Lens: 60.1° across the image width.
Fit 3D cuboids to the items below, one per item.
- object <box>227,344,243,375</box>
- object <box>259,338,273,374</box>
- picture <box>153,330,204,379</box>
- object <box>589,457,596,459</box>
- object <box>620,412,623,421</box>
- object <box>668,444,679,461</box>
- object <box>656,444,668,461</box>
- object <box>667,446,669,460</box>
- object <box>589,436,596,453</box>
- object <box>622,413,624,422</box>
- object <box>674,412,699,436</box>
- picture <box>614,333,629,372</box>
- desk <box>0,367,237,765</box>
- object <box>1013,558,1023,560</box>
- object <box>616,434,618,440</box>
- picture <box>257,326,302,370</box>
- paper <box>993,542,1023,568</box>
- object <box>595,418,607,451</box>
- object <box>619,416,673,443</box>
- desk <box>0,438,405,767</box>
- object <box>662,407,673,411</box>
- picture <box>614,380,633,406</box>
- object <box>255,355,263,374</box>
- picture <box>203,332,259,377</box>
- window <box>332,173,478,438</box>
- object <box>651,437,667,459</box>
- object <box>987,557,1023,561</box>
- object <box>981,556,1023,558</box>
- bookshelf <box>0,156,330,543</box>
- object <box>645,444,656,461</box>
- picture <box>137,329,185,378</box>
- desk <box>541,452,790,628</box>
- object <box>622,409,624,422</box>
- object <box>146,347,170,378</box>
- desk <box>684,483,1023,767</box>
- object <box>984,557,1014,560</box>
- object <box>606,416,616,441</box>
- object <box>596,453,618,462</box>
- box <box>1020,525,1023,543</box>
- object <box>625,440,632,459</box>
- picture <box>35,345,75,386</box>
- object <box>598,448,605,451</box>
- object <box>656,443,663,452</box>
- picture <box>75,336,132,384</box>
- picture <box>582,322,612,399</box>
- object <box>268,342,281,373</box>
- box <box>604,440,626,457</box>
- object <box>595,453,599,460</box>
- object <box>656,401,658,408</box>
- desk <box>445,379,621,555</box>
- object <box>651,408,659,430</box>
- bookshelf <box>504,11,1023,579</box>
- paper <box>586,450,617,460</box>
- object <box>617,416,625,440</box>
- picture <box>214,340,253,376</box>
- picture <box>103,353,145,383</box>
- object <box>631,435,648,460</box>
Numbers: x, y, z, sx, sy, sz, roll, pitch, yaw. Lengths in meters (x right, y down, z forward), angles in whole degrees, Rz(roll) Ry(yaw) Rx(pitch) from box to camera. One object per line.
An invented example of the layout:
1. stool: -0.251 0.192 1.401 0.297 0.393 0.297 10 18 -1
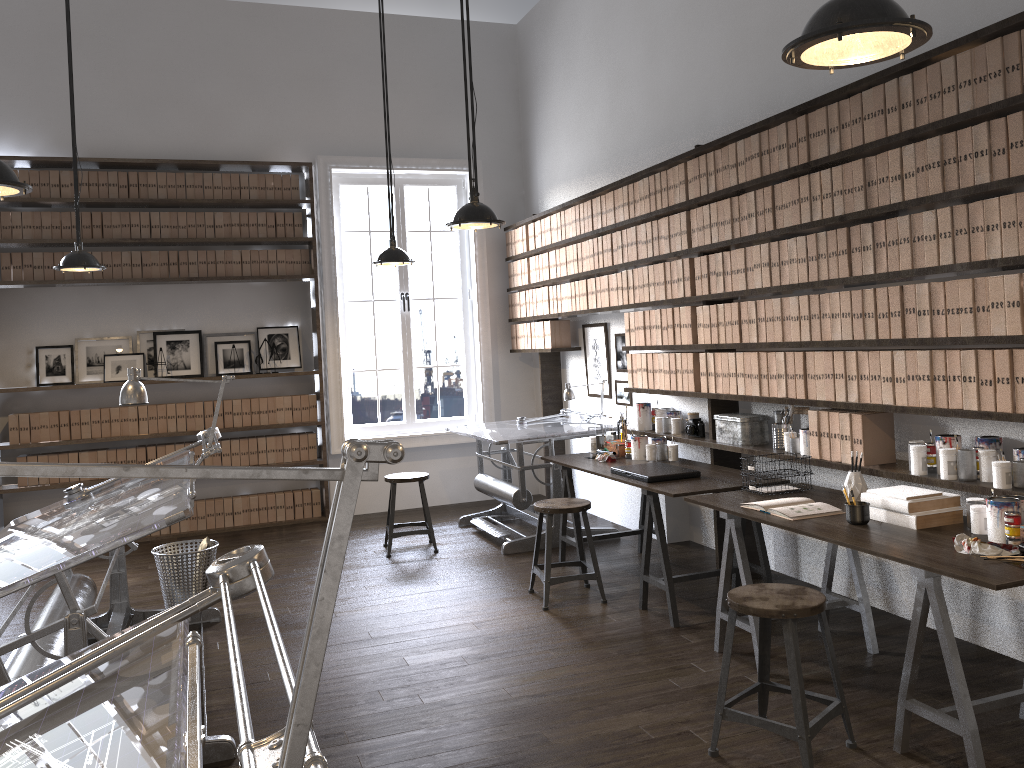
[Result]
1. object: -2.268 -0.195 7.235 0.124 0.260 0.040 -3 0 -20
2. object: -2.035 -0.233 7.329 0.118 0.304 0.040 -3 0 -20
3. picture: -2.713 -0.238 7.205 0.374 0.391 0.148 -3 0 -20
4. object: 0.525 0.454 5.484 0.157 0.006 0.006 -5 2 -40
5. object: 0.703 0.268 5.572 0.008 0.186 0.071 -3 0 -19
6. object: 0.949 0.404 5.213 0.062 0.094 0.062 -3 1 29
7. object: 0.888 0.406 5.241 0.062 0.093 0.063 -3 1 29
8. object: 0.950 0.411 5.300 0.054 0.080 0.054 -3 1 -19
9. object: 0.540 0.394 5.766 0.068 0.104 0.068 -3 1 -15
10. object: 0.696 0.272 5.575 0.022 0.180 0.005 -3 0 3
11. object: 1.066 0.260 5.365 0.107 0.161 0.236 -2 2 36
12. picture: 0.808 -0.228 6.464 0.022 0.284 0.201 -3 1 -20
13. desk: -1.756 0.625 3.877 1.077 1.386 2.279 -3 2 -20
14. object: 1.536 0.538 2.725 0.119 0.006 0.008 -1 2 29
15. object: 0.680 0.384 5.826 0.068 0.104 0.068 -3 1 -24
16. picture: -1.971 -0.307 7.497 0.343 0.364 0.160 -3 0 -20
17. paper: 1.569 0.521 2.707 0.137 0.038 0.155 -3 3 -5
18. object: 0.573 0.333 5.706 0.068 0.230 0.069 -3 0 -23
19. object: 0.845 0.285 5.560 0.345 0.146 0.077 -3 0 3
20. desk: -0.614 0.716 0.726 1.077 1.386 2.068 -3 2 -20
21. object: 1.029 0.218 5.841 0.070 0.130 0.070 -3 0 27
22. picture: 0.819 0.065 6.471 0.023 0.183 0.251 -3 2 -20
23. object: -2.076 -0.159 7.275 0.066 0.166 0.040 -3 0 -20
24. picture: -2.341 -0.248 7.393 0.434 0.361 0.095 -3 0 -20
25. window: -0.945 -0.697 7.799 1.246 2.310 0.153 -3 0 -20
26. object: 0.894 0.387 5.368 0.094 0.128 0.095 -3 1 -16
27. object: 1.542 0.538 2.707 0.157 0.005 0.005 -1 2 36
28. object: 1.533 0.530 2.717 0.171 0.017 0.011 -1 2 39
29. bookshelf: -2.811 0.075 7.182 2.475 3.724 0.412 -3 0 -20
30. object: 0.828 0.407 5.277 0.062 0.094 0.062 -3 1 20
31. picture: -2.849 -0.238 7.211 0.370 0.406 0.091 -3 0 -20
32. desk: 0.792 0.806 5.029 0.656 0.669 1.668 -3 2 -20
33. object: 0.698 0.257 5.555 0.007 0.214 0.055 -3 0 15
34. object: -2.807 -0.159 7.025 0.174 0.260 0.040 -3 0 -20
35. desk: 1.393 0.853 3.370 0.656 0.669 1.668 -3 2 -20
36. object: 1.526 0.533 2.720 0.156 0.006 0.006 -3 1 1
37. object: 0.640 0.325 5.730 0.068 0.237 0.069 -3 0 -23
38. object: 0.574 0.441 5.391 0.132 0.050 0.197 -3 3 9
39. box: 1.714 0.424 2.744 0.138 0.207 0.212 -3 1 -20
40. object: 0.719 0.401 5.425 0.049 0.112 0.049 -3 0 -23
41. picture: -3.588 -0.144 6.957 0.267 0.315 0.058 -3 0 -20
42. object: 0.570 0.432 5.648 0.049 0.037 0.049 -4 2 -23
43. object: 0.887 0.403 5.298 0.044 0.101 0.045 -3 0 -20
44. picture: -3.250 -0.191 7.061 0.416 0.365 0.083 -3 0 -20
45. picture: 0.659 -0.182 6.852 0.040 0.575 0.415 -3 1 -20
46. object: -1.979 -0.217 7.379 0.110 0.262 0.040 -3 0 -20
47. box: 0.687 0.404 5.590 0.138 0.083 0.212 -4 2 -20
48. object: 0.528 0.450 5.491 0.011 0.017 0.172 -3 3 12
49. object: 0.949 0.194 5.836 0.041 0.162 0.005 -3 0 -28
50. desk: 0.196 0.545 6.556 1.072 1.098 1.268 -3 1 -20
51. object: 0.935 0.226 5.766 0.051 0.139 0.050 -3 0 -22
52. bookshelf: 1.741 0.267 3.703 0.374 3.206 9.176 -3 2 -20
53. paper: 0.549 0.440 5.522 0.138 0.038 0.155 -5 3 -35
54. object: 0.720 0.324 5.759 0.068 0.230 0.069 -3 0 -23
55. picture: -2.313 -0.214 7.358 0.290 0.290 0.127 -3 0 -20
56. picture: -3.082 -0.128 7.040 0.300 0.229 0.144 -3 1 -20
57. object: 0.777 0.387 5.376 0.104 0.142 0.105 -3 1 -27
